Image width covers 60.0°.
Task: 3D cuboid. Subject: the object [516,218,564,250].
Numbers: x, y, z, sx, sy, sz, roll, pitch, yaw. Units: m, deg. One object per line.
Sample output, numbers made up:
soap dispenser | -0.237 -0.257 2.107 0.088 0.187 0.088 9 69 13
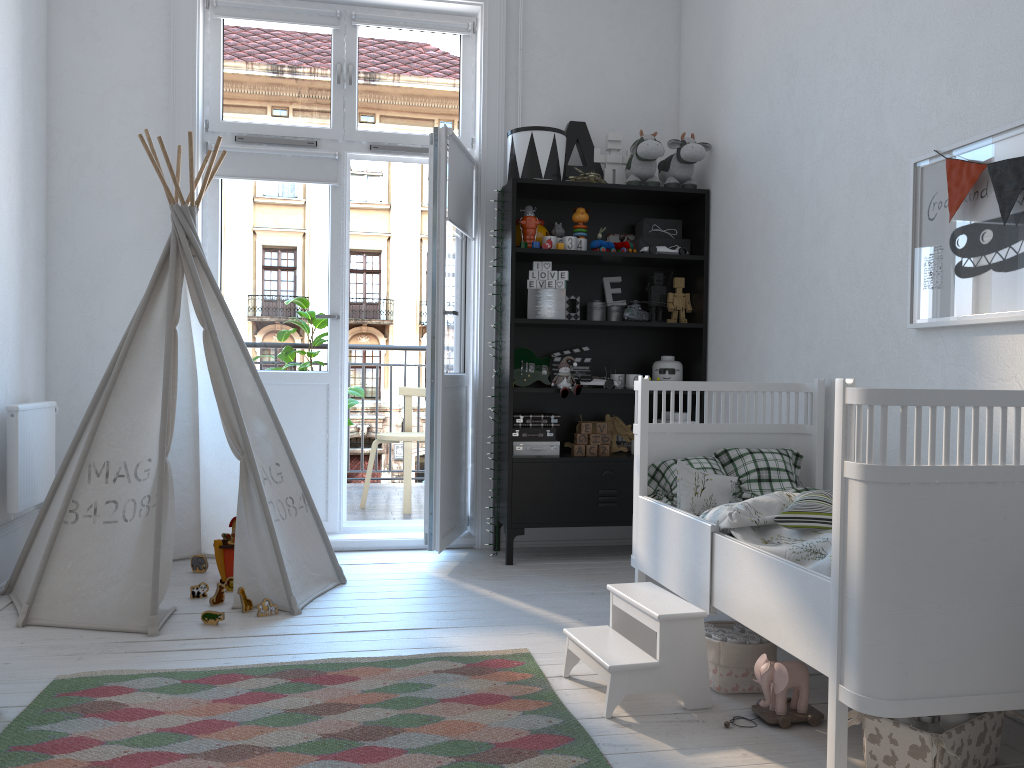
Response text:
object | 0.102 -0.688 4.015 0.197 0.197 0.318 1 1 -15

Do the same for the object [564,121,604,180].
object | 0.303 -1.061 4.188 0.343 0.344 0.057 1 1 -12

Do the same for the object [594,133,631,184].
object | 0.478 -1.031 4.193 0.190 0.290 0.065 1 1 -7

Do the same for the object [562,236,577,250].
object | 0.257 -0.621 3.960 0.067 0.067 0.067 1 1 -11

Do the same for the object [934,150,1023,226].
object | 1.272 -0.596 2.077 0.058 0.415 0.904 1 1 -12

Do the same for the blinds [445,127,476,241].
blinds | -0.224 -0.884 3.999 0.032 0.390 0.565 1 1 8

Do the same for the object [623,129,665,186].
object | 0.594 -1.005 4.049 0.154 0.253 0.370 1 1 -4

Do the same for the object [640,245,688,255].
object | 0.692 -0.606 4.040 0.230 0.048 0.098 1 1 -22

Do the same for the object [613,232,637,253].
object | 0.514 -0.648 4.094 0.087 0.112 0.122 0 1 -41

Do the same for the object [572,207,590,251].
object | 0.309 -0.694 4.008 0.077 0.213 0.077 1 1 22

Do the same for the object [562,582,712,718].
object | 0.323 0.687 2.338 0.288 0.246 0.332 1 1 -16

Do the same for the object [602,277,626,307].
object | 0.489 -0.441 4.242 0.107 0.151 0.055 1 1 -12

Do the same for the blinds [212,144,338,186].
blinds | -1.092 -1.014 4.107 0.565 0.158 0.032 1 1 -12

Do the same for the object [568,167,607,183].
object | 0.339 -0.936 4.011 0.121 0.100 0.338 1 1 23

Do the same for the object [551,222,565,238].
object | 0.214 -0.670 4.115 0.063 0.160 0.063 0 1 -33

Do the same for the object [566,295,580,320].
object | 0.284 -0.351 4.194 0.070 0.135 0.028 1 1 -12

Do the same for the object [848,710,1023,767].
object | 0.909 0.742 1.910 0.360 0.163 0.242 0 1 -36

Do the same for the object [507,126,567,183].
object | 0.130 -1.020 4.077 0.272 0.259 0.395 1 1 17

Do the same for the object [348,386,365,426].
object | -1.198 0.112 5.207 0.720 1.225 0.489 1 1 -1

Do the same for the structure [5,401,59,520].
structure | -1.884 0.302 3.524 0.075 0.460 0.635 1 1 -15

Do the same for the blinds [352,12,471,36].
blinds | -0.473 -1.713 4.218 0.565 0.060 0.032 1 1 -12

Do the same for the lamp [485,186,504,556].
lamp | 0.363 -0.053 4.147 0.985 1.684 0.095 1 1 -14

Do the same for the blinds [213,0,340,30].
blinds | -1.082 -1.708 4.093 0.565 0.087 0.032 1 1 -12

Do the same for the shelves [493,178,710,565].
shelves | 0.401 -0.048 4.090 0.911 1.678 0.353 1 1 -12

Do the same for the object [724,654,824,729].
object | 0.624 0.741 2.154 0.254 0.152 0.125 1 1 -12

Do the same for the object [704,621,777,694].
object | 0.612 0.740 2.428 0.215 0.148 0.240 1 1 -5

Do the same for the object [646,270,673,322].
object | 0.692 -0.407 4.174 0.117 0.259 0.081 1 1 -12

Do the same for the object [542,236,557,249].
object | 0.169 -0.622 3.957 0.067 0.067 0.067 1 1 -11

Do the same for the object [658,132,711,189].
object | 0.742 -1.003 4.083 0.211 0.253 0.386 0 1 -28

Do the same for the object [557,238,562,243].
object | 0.212 -0.622 4.011 0.067 0.067 0.067 0 1 -37

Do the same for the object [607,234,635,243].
object | 0.628 -0.654 4.277 0.347 0.132 0.037 1 1 -12

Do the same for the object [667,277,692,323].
object | 0.778 -0.386 4.129 0.114 0.221 0.052 1 1 -12

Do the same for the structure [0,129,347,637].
structure | -1.234 -0.091 3.325 1.143 1.750 1.143 0 1 -36

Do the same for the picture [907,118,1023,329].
picture | 1.240 -0.402 2.242 0.030 0.493 0.703 1 1 -12

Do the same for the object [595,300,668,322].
object | 0.569 -0.332 4.099 0.368 0.106 0.349 1 1 -10

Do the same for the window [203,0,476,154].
window | -0.790 -1.455 4.179 1.263 0.660 0.101 1 1 -12

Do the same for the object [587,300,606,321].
object | 0.398 -0.338 4.182 0.095 0.110 0.095 1 1 -7

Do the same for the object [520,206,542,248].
object | 0.084 -0.692 3.939 0.105 0.203 0.072 1 1 -4

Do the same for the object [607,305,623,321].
object | 0.511 -0.327 4.120 0.078 0.091 0.246 1 1 -17

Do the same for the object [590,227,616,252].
object | 0.415 -0.648 4.031 0.121 0.126 0.087 0 1 -34

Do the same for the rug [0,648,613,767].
rug | -0.393 0.801 1.540 1.320 0.016 2.028 1 1 -11
